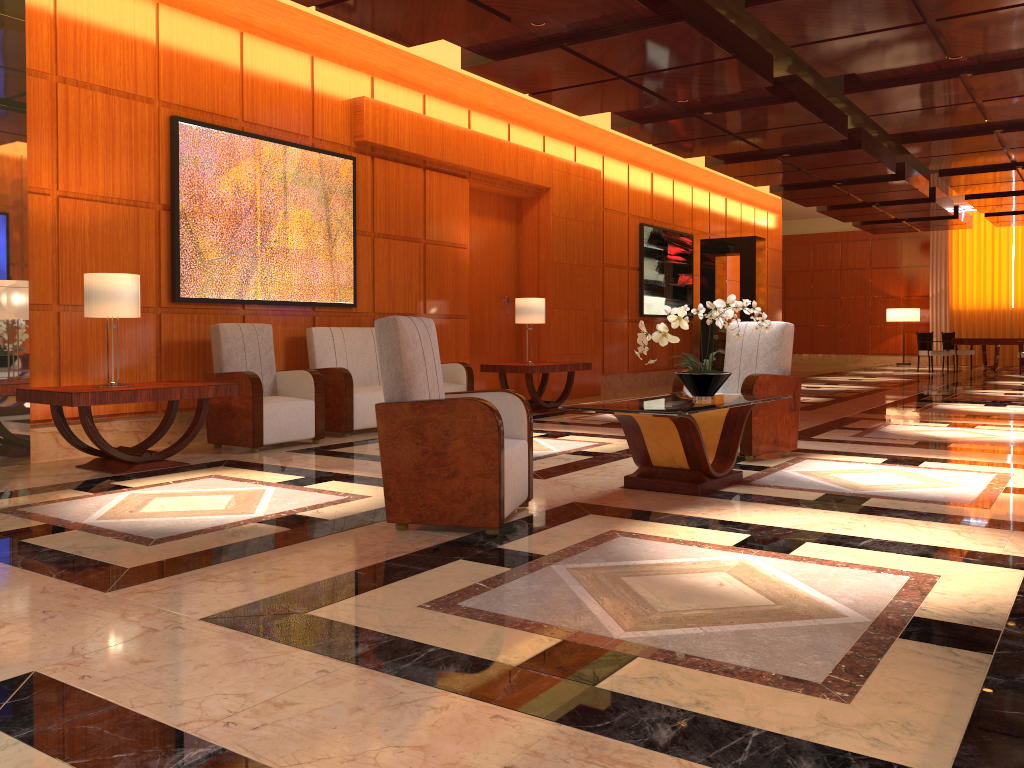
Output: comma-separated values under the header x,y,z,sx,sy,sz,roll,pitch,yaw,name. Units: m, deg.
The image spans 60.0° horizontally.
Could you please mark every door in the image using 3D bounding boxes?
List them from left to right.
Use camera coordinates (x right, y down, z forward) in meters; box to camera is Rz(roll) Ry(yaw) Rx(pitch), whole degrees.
x,y,z,sx,sy,sz,roll,pitch,yaw,name
-0.223,-1.071,10.935,0.340,2.649,1.501,1,2,34,door

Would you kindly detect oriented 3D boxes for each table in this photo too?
x,y,z,sx,sy,sz,roll,pitch,yaw,name
-2.533,0.280,5.918,0.725,0.533,1.168,2,3,37,table
0.288,0.036,10.057,0.725,0.533,1.168,2,3,37,table
1.005,0.341,5.165,0.722,0.495,1.561,2,4,37,table
10.579,-0.605,18.845,2.107,0.741,0.784,0,2,5,table

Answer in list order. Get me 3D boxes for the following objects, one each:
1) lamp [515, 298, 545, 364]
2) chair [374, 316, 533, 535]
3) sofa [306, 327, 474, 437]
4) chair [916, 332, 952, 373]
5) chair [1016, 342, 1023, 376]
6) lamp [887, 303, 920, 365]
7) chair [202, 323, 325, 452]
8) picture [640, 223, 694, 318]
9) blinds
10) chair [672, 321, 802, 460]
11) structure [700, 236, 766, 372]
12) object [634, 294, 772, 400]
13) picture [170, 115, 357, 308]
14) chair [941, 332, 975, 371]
x,y,z,sx,sy,sz,roll,pitch,yaw,name
0.906,-0.231,3.656,0.335,0.734,13.016,0,3,-6,lamp
-0.267,0.154,4.226,0.628,0.960,0.738,0,2,13,chair
-1.134,-0.070,8.351,0.613,0.931,1.800,1,3,35,sofa
9.254,-0.705,19.548,0.584,0.893,0.577,-1,2,-18,chair
10.611,-0.608,17.826,0.584,0.893,0.577,0,2,-13,chair
10.415,-1.325,23.597,0.811,1.659,0.811,-1,2,-16,lamp
-1.951,-0.001,6.951,0.629,0.960,0.738,1,2,33,chair
2.566,-1.817,14.572,0.056,1.451,1.998,1,2,34,picture
12.808,-2.486,22.708,3.854,4.061,0.149,1,2,34,blinds
1.659,0.018,6.522,0.629,0.960,0.738,-1,2,-37,chair
3.803,-1.252,15.276,0.985,2.496,0.500,1,1,34,structure
1.117,-0.219,5.221,0.788,0.617,0.418,0,2,12,object
-2.086,-1.415,7.746,0.056,1.451,1.998,1,2,34,picture
10.205,-0.755,20.373,0.584,0.893,0.577,-1,2,-28,chair
